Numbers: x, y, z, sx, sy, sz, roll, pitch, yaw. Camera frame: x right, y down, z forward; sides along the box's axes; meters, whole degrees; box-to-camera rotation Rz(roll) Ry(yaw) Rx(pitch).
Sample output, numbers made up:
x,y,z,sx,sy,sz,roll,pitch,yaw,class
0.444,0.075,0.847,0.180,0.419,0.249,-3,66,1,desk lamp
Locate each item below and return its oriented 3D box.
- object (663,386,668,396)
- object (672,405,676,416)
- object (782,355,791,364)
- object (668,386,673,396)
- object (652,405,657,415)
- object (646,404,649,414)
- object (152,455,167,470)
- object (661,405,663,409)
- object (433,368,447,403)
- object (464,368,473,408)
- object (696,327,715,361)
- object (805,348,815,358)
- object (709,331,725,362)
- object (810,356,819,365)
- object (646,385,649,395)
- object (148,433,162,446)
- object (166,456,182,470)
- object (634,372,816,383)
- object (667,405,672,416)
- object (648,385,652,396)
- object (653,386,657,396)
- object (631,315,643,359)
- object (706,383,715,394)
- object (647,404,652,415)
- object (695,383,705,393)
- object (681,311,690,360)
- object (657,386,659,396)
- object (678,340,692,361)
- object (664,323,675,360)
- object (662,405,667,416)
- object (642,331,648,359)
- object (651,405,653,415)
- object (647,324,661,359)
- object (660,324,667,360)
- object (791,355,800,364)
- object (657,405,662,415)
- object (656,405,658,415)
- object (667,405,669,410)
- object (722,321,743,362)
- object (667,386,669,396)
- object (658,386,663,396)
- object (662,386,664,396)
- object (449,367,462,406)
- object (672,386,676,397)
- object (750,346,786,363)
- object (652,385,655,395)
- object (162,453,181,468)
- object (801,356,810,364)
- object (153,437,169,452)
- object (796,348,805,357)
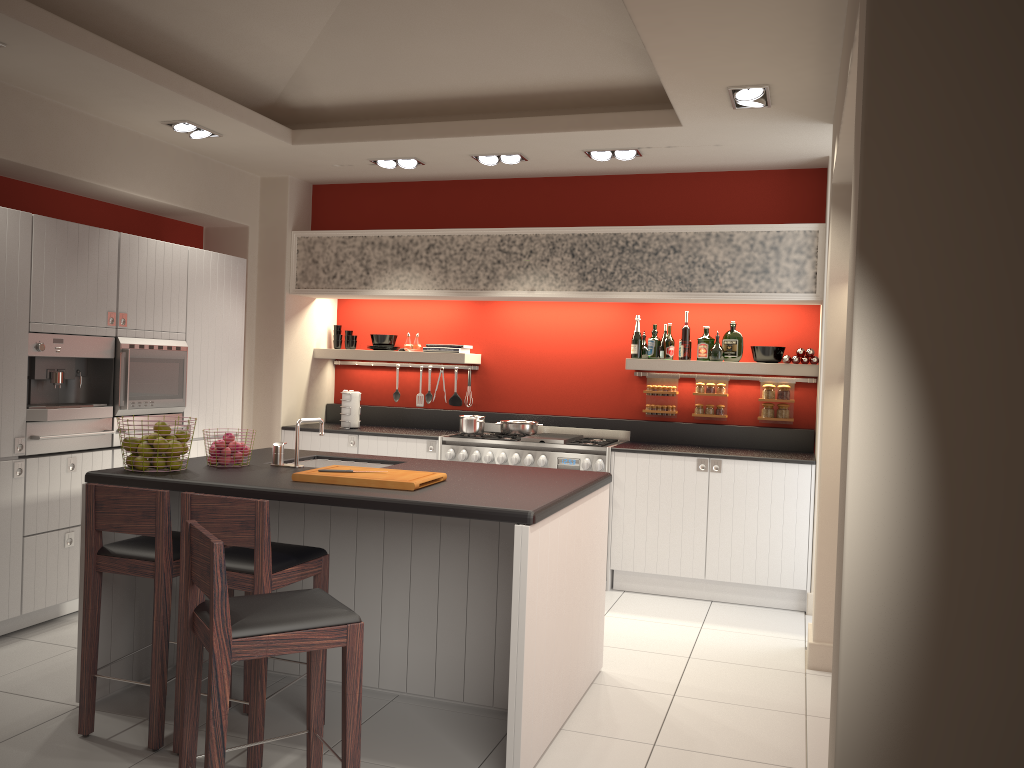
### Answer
x,y,z,sx,sy,sz,roll,pitch,yaw,class
1.178,0.054,6.815,0.034,0.078,0.034,3,1,39,object
1.244,0.204,6.834,0.034,0.078,0.034,3,1,39,object
1.986,-0.176,6.408,0.062,0.062,0.366,2,1,18,object
1.216,0.056,6.803,0.034,0.078,0.034,3,1,39,object
1.099,0.199,6.841,0.034,0.078,0.034,3,1,39,object
1.057,0.196,6.896,0.034,0.078,0.034,3,1,39,object
-1.578,0.350,3.975,0.068,0.068,0.068,3,1,29,object
1.170,0.201,6.859,0.034,0.078,0.034,3,1,39,object
-0.605,0.008,7.478,0.124,0.297,0.009,2,1,18,object
-0.357,0.033,7.397,0.069,0.328,0.069,2,1,-4,object
1.456,-0.300,6.660,0.071,0.260,0.112,1,1,-43,object
2.137,-0.224,6.359,0.062,0.062,0.366,2,1,18,object
1.507,-0.279,6.511,0.113,0.226,0.113,3,1,29,object
2.166,-0.169,6.351,0.061,0.061,0.366,2,1,18,object
1.062,0.048,6.894,0.034,0.078,0.034,3,1,39,object
-1.600,0.248,3.974,0.057,0.061,0.062,3,1,33,object
-1.515,0.353,3.978,0.068,0.068,0.068,3,1,29,object
1.610,-0.052,6.779,1.355,0.034,0.048,2,1,18,object
1.210,0.204,6.805,0.034,0.078,0.034,3,1,39,object
1.067,0.049,6.851,0.034,0.078,0.034,3,1,39,object
1.104,0.051,6.839,0.034,0.078,0.034,3,1,39,object
0.950,-0.355,6.725,0.083,0.331,0.083,2,1,-11,object
1.508,0.037,6.732,0.068,0.088,0.068,3,1,39,object
1.062,0.197,6.853,0.034,0.078,0.034,3,1,39,object
1.433,0.034,6.756,0.068,0.088,0.068,3,1,39,object
1.313,-0.358,6.655,0.062,0.366,0.210,2,1,17,object
1.137,0.051,6.869,0.034,0.078,0.034,3,1,39,object
1.320,-0.308,6.751,0.094,0.263,0.094,2,1,-16,object
1.194,-0.322,6.735,0.080,0.278,0.080,2,1,21,object
1.173,0.202,6.817,0.034,0.078,0.034,3,1,39,object
1.025,-0.305,6.895,0.113,0.226,0.113,2,1,-31,object
1.094,0.198,6.884,0.034,0.078,0.034,3,1,39,object
1.069,-0.317,6.663,0.094,0.264,0.094,2,1,7,object
1.179,-0.322,6.832,0.083,0.277,0.083,2,1,22,object
2.046,-0.174,6.389,0.062,0.062,0.366,2,1,18,object
1.136,0.201,6.829,0.034,0.078,0.034,3,1,39,object
1.131,0.200,6.871,0.034,0.078,0.034,3,1,39,object
1.207,0.203,6.847,0.034,0.078,0.034,3,1,39,object
1.643,-0.314,6.609,0.057,0.303,0.186,1,1,-42,object
1.212,0.055,6.845,0.034,0.078,0.034,3,1,39,object
1.141,0.052,6.827,0.034,0.078,0.034,3,1,39,object
1.175,0.053,6.857,0.034,0.078,0.034,3,1,39,object
-0.467,0.023,7.452,0.123,0.331,0.040,2,1,18,object
1.249,0.056,6.832,0.034,0.078,0.034,3,1,39,object
1.886,-0.214,6.540,0.251,0.121,0.251,2,1,0,object
1.099,0.050,6.881,0.034,0.078,0.034,3,1,39,object
-1.560,0.342,4.052,0.084,0.079,0.086,2,1,-27,object
2.112,-0.171,6.389,0.061,0.061,0.366,2,1,18,object
-1.555,0.269,3.934,0.067,0.068,0.067,2,1,-19,object
2.084,-0.227,6.400,0.062,0.062,0.366,2,1,18,object
